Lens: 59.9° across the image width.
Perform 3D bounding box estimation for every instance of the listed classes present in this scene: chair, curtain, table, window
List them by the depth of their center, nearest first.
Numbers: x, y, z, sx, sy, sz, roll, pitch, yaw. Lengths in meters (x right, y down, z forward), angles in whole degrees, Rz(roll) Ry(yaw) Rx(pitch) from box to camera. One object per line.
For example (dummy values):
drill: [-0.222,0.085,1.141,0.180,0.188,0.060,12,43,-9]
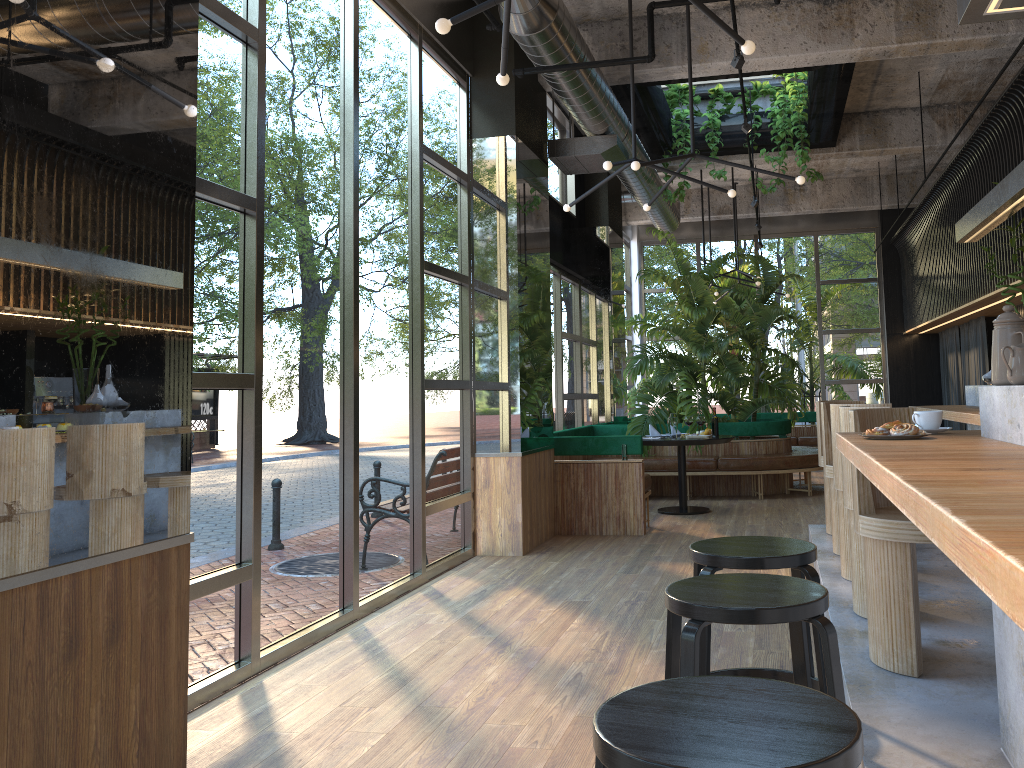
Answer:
chair: [0.338,0.868,1.353,0.513,0.700,0.513,-1,-4,3]
chair: [0.603,0.874,2.240,0.511,0.700,0.515,-2,-4,5]
chair: [0.792,0.878,2.873,0.507,0.700,0.519,-2,-4,10]
chair: [1.621,0.582,3.462,0.569,0.974,0.522,1,-5,-29]
chair: [1.858,0.587,4.211,0.568,0.974,0.523,1,-5,-26]
window: [0.978,-2.004,4.917,4.054,6.523,20.712,-2,-1,17]
chair: [2.099,0.593,5.007,0.521,0.974,0.571,-4,-5,38]
chair: [2.302,0.598,5.743,0.558,0.974,0.534,0,-4,-11]
chair: [2.539,0.604,6.534,0.528,0.974,0.564,-3,-5,24]
table: [1.736,0.920,9.051,1.131,0.754,1.064,-1,-2,-17]
curtain: [6.158,0.187,12.110,0.119,2.068,3.330,-3,-2,17]

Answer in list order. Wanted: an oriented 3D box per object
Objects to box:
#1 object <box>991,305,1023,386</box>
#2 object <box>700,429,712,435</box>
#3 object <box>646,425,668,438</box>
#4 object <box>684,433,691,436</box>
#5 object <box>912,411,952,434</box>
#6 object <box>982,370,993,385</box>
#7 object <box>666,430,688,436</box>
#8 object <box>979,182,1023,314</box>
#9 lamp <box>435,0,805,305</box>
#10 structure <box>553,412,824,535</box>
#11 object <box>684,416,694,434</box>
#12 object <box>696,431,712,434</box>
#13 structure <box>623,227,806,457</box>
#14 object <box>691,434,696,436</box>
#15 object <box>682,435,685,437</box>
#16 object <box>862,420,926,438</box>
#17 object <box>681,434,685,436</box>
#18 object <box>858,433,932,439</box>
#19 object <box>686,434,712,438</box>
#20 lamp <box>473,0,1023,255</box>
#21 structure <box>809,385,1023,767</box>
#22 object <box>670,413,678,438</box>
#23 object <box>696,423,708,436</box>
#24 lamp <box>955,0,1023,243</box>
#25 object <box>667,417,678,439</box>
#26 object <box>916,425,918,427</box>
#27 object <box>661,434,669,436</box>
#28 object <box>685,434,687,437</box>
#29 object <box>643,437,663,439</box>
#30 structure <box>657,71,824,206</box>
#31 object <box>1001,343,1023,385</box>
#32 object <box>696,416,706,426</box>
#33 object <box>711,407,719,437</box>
object: [1.447,-0.113,2.587,0.121,0.235,0.208,0,-4,-16]
object: [1.974,0.485,9.044,0.097,0.065,0.165,-1,-2,-14]
object: [1.493,0.487,9.180,0.234,0.139,0.231,-1,-2,-2]
object: [1.824,0.529,9.222,0.095,0.028,0.132,-2,-1,29]
object: [1.236,0.127,2.810,0.435,0.073,0.173,-1,-2,-41]
object: [3.427,-0.195,6.095,0.329,0.399,0.305,1,-4,-27]
object: [1.753,0.485,9.463,0.234,0.139,0.231,-1,-2,-2]
object: [3.574,-0.627,6.083,0.611,1.557,0.640,2,-6,-37]
lamp: [2.309,-2.318,4.920,4.980,1.831,19.229,-2,-1,16]
structure: [2.092,0.444,4.477,5.904,1.556,20.461,-2,-1,16]
object: [1.865,0.444,9.358,0.102,0.202,0.102,-1,-4,3]
object: [1.976,0.500,9.148,0.064,0.038,0.192,0,-2,-41]
structure: [2.553,-0.355,11.425,2.437,3.454,2.651,-1,-4,-1]
object: [1.875,0.514,9.064,0.099,0.013,0.226,-2,-1,20]
object: [1.762,0.534,9.139,0.032,0.019,0.039,-2,-2,27]
object: [1.158,0.138,2.678,0.160,0.053,0.155,-1,-2,-31]
object: [1.781,0.533,9.259,0.023,0.025,0.048,-3,-3,33]
object: [1.156,0.157,2.684,0.215,0.013,0.196,-1,-1,-40]
object: [1.930,0.528,9.054,0.231,0.019,0.364,-2,-1,25]
lamp: [2.596,-2.420,9.329,3.716,1.538,10.188,-2,-1,14]
structure: [4.132,0.278,3.144,5.725,1.738,7.248,-2,-1,15]
object: [1.651,0.422,9.048,0.093,0.246,0.091,-1,-5,-3]
object: [1.920,0.456,8.964,0.141,0.124,0.099,-1,-4,-5]
lamp: [3.765,-2.229,3.597,4.909,2.142,6.811,-2,-1,9]
object: [1.610,0.439,8.881,0.110,0.210,0.100,3,-6,-41]
object: [1.340,0.149,2.993,0.029,0.027,0.133,-1,-1,-6]
object: [1.567,0.544,9.419,0.163,0.019,0.244,-1,-1,-25]
object: [1.783,0.527,9.071,0.031,0.031,0.040,-4,-3,39]
object: [1.408,0.541,8.926,0.250,0.019,0.160,-2,-1,13]
structure: [2.702,-2.813,10.098,2.065,1.524,1.477,-4,-4,44]
object: [1.370,-0.057,2.391,0.096,0.120,0.089,-3,-4,23]
object: [1.977,0.440,9.291,0.102,0.202,0.102,-1,-4,3]
object: [2.035,0.383,8.902,0.065,0.301,0.071,-4,-6,31]
